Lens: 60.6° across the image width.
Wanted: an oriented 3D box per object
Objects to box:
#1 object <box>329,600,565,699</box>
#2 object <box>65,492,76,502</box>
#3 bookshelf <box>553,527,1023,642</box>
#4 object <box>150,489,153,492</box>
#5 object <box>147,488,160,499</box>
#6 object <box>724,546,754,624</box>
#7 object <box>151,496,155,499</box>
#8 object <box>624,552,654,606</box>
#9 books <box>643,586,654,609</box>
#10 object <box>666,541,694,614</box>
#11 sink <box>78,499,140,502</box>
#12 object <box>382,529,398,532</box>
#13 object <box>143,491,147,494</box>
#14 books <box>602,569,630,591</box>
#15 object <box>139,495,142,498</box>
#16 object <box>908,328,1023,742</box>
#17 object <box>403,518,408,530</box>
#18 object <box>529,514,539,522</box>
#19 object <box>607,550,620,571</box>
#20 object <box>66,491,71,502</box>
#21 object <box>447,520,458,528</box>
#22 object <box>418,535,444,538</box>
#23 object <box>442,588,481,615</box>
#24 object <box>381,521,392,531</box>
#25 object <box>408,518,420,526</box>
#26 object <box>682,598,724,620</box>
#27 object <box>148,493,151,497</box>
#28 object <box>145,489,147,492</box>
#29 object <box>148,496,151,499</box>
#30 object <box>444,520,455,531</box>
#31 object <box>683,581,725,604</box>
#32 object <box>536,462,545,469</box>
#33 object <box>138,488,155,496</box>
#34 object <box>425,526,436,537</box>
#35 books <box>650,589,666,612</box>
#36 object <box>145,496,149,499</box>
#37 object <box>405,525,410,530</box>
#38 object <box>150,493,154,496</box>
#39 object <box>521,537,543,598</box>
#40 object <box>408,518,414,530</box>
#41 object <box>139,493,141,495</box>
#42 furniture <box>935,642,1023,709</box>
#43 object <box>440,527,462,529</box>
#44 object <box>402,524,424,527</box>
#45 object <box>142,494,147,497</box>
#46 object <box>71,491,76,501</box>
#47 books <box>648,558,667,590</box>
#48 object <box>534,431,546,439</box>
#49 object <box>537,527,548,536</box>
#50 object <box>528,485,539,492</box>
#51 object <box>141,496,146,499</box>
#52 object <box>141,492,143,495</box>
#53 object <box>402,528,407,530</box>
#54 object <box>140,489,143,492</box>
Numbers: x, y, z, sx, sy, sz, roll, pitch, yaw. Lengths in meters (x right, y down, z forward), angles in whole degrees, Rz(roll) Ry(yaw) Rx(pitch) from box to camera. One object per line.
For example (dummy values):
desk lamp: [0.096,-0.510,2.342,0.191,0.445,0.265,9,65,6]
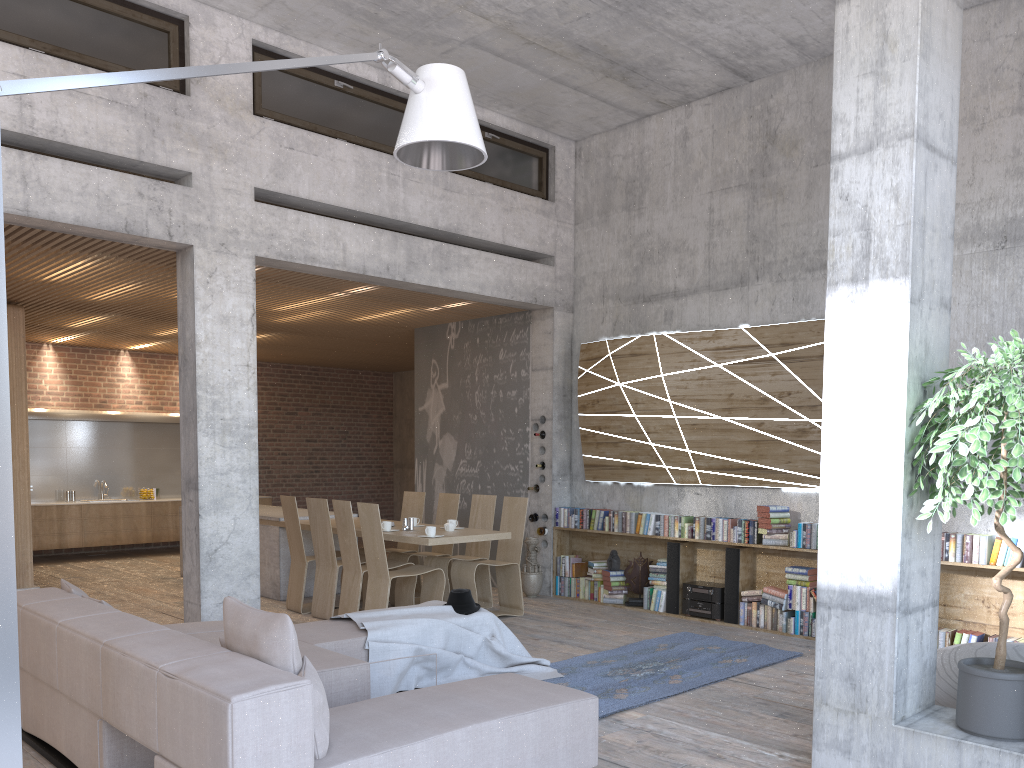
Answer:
object: [-0.514,1.865,6.419,1.597,0.505,1.043,2,-3,-25]
object: [-6.610,1.660,13.134,0.144,0.212,0.052,-1,3,-44]
bookshelf: [2.417,1.891,8.168,0.302,0.806,5.320,-3,-1,-44]
object: [-5.682,1.682,13.811,0.050,0.060,0.059,0,0,-9]
object: [-5.746,1.758,14.069,0.190,0.171,0.190,1,-1,-33]
object: [2.181,1.946,8.433,0.272,0.764,0.151,-3,5,-44]
object: [-5.651,1.779,13.786,0.053,0.052,0.062,0,-1,31]
object: [1.360,2.055,9.292,0.344,0.572,0.195,1,3,6]
books: [1.455,2.230,9.151,0.204,0.222,0.074,0,2,-44]
object: [1.710,1.982,8.921,0.272,0.764,0.151,-3,5,-44]
sink: [-6.168,1.877,13.435,0.730,0.192,0.522,4,-5,-44]
object: [-1.200,1.406,8.408,0.185,0.014,0.185,-2,-5,32]
object: [-5.743,1.699,13.716,0.061,0.052,0.053,0,0,4]
books: [1.114,2.105,9.415,0.246,0.212,0.189,1,0,-22]
object: [-5.822,1.770,13.776,0.060,0.057,0.051,0,0,-7]
object: [2.306,0.675,4.003,1.000,1.875,0.962,1,2,12]
object: [-1.035,1.357,8.505,0.052,0.110,0.052,0,2,1]
object: [0.344,1.555,10.218,0.335,0.091,0.090,4,-3,-44]
object: [1.090,1.888,9.393,0.145,0.230,0.135,2,2,43]
object: [-6.636,1.677,13.111,0.060,0.160,0.059,-1,3,-28]
object: [-0.596,1.395,8.717,0.093,0.088,0.117,0,-1,10]
object: [-0.727,1.366,7.858,0.185,0.014,0.185,-2,-5,32]
object: [-0.380,1.605,6.507,0.302,0.170,0.298,-1,-3,34]
object: [-1.200,1.363,8.392,0.093,0.088,0.117,0,-1,0]
object: [-1.010,1.413,8.972,0.093,0.088,0.117,0,-1,20]
object: [1.943,2.218,8.672,0.293,0.164,0.440,3,-4,-44]
object: [-5.692,1.740,13.743,0.061,0.055,0.051,1,0,-30]
object: [-5.753,1.677,13.781,0.051,0.054,0.063,0,-1,-7]
object: [-5.706,1.783,13.808,0.050,0.056,0.061,0,0,37]
object: [-0.601,1.366,8.437,0.089,0.112,0.122,1,0,37]
object: [1.939,2.056,8.656,0.303,0.161,0.440,3,-4,-44]
object: [0.403,0.937,10.055,0.347,0.094,0.093,4,-3,-44]
object: [-5.743,1.721,13.785,0.189,0.175,0.207,1,-1,-44]
object: [-0.726,1.322,7.841,0.093,0.088,0.117,0,-1,0]
books: [1.552,2.221,9.028,0.189,0.229,0.199,0,1,-44]
object: [-5.715,1.775,13.728,0.051,0.053,0.063,0,-1,-1]
object: [-1.012,1.384,8.449,0.051,0.045,0.050,1,-1,-26]
object: [-5.671,1.730,13.798,0.053,0.054,0.061,0,-1,37]
object: [0.224,2.084,9.974,0.249,0.686,0.269,1,3,9]
object: [-0.977,1.355,8.494,0.052,0.112,0.052,0,3,1]
object: [-5.836,1.724,13.786,0.053,0.052,0.063,1,-1,-40]
furniture: [3.157,1.824,5.092,1.793,0.815,1.628,1,-3,-6]
object: [-0.594,1.434,8.711,0.185,0.014,0.185,4,-6,-40]
object: [-1.010,1.451,8.966,0.185,0.014,0.185,3,-5,-31]
object: [-5.740,1.743,13.693,0.061,0.054,0.052,1,0,-32]
object: [-6.585,1.681,13.160,0.060,0.160,0.059,-1,3,-28]
books: [1.560,1.956,9.042,0.218,0.325,0.251,-1,1,-42]
object: [0.378,0.580,10.004,0.335,0.091,0.090,4,-3,-44]
object: [0.431,1.684,10.073,0.338,0.095,0.095,4,-3,-44]
object: [0.309,1.203,10.114,0.338,0.095,0.095,4,-3,-44]
object: [-5.772,1.774,13.741,0.064,0.063,0.073,0,-1,12]
object: [-5.787,1.723,13.748,0.062,0.053,0.052,1,0,-37]
object: [-1.036,1.397,8.443,0.050,0.019,0.051,-2,-4,29]
object: [-5.806,1.678,13.754,0.063,0.052,0.053,0,-1,39]
